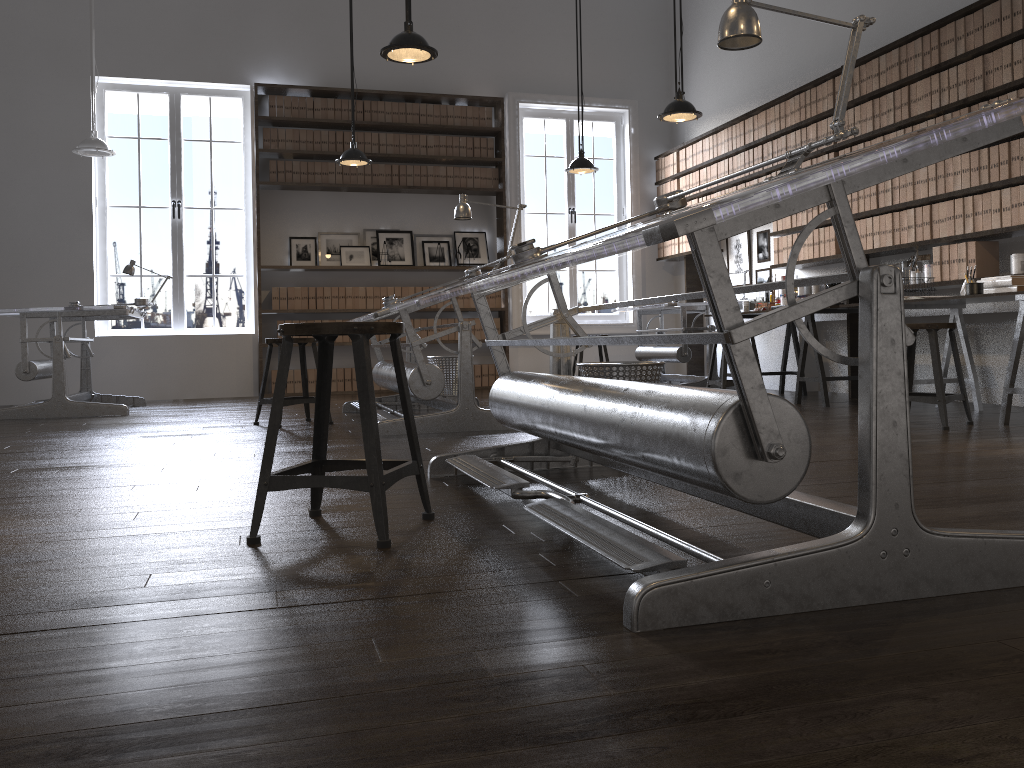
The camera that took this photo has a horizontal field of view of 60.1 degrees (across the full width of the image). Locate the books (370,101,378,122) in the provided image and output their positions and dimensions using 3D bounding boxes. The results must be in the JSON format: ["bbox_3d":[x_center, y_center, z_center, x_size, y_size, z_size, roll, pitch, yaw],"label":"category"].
[{"bbox_3d":[-1.395,-2.718,8.927,0.067,0.225,0.174,-1,1,-16],"label":"books"}]

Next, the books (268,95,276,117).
[{"bbox_3d":[-2.341,-2.686,8.649,0.067,0.226,0.174,-1,1,-16],"label":"books"}]

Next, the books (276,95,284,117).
[{"bbox_3d":[-2.272,-2.689,8.669,0.067,0.226,0.174,-1,1,-16],"label":"books"}]

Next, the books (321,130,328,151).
[{"bbox_3d":[-1.863,-2.384,8.784,0.067,0.226,0.174,-1,1,-16],"label":"books"}]

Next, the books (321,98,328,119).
[{"bbox_3d":[-1.872,-2.702,8.789,0.067,0.225,0.174,-1,1,-16],"label":"books"}]

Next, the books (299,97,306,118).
[{"bbox_3d":[-2.069,-2.696,8.733,0.067,0.226,0.174,-1,1,-16],"label":"books"}]

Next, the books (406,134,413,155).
[{"bbox_3d":[-1.057,-2.411,9.021,0.067,0.226,0.174,-1,1,-16],"label":"books"}]

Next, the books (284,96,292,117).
[{"bbox_3d":[-2.203,-2.691,8.692,0.067,0.226,0.174,-1,1,-16],"label":"books"}]

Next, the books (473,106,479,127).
[{"bbox_3d":[-0.395,-2.752,9.213,0.067,0.226,0.174,-1,1,-16],"label":"books"}]

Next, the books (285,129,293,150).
[{"bbox_3d":[-2.189,-2.373,8.692,0.067,0.225,0.174,-1,1,-16],"label":"books"}]

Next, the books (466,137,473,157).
[{"bbox_3d":[-0.459,-2.431,9.192,0.067,0.226,0.174,-1,1,-16],"label":"books"}]

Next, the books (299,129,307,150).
[{"bbox_3d":[-2.064,-2.377,8.725,0.067,0.226,0.174,-1,1,-16],"label":"books"}]

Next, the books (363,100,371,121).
[{"bbox_3d":[-1.465,-2.716,8.902,0.067,0.226,0.174,-1,1,-16],"label":"books"}]

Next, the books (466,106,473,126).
[{"bbox_3d":[-0.459,-2.749,9.189,0.067,0.226,0.174,-1,1,-16],"label":"books"}]

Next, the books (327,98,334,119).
[{"bbox_3d":[-1.806,-2.704,8.803,0.067,0.226,0.174,-1,1,-16],"label":"books"}]

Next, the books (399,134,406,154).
[{"bbox_3d":[-1.122,-2.408,8.995,0.067,0.226,0.174,-1,1,-16],"label":"books"}]

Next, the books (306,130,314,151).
[{"bbox_3d":[-2.001,-2.379,8.749,0.067,0.226,0.174,-1,1,-16],"label":"books"}]

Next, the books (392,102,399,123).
[{"bbox_3d":[-1.195,-2.725,8.985,0.067,0.226,0.174,-1,1,-16],"label":"books"}]

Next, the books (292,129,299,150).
[{"bbox_3d":[-2.129,-2.375,8.711,0.067,0.225,0.174,-1,1,-16],"label":"books"}]

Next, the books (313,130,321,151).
[{"bbox_3d":[-1.932,-2.381,8.769,0.067,0.226,0.174,-1,1,-16],"label":"books"}]

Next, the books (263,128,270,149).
[{"bbox_3d":[-2.395,-2.366,8.638,0.067,0.226,0.174,-1,1,-16],"label":"books"}]

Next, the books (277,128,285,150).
[{"bbox_3d":[-2.258,-2.370,8.671,0.067,0.226,0.174,-1,1,-16],"label":"books"}]

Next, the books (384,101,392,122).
[{"bbox_3d":[-1.261,-2.723,8.962,0.067,0.226,0.174,-1,1,-16],"label":"books"}]

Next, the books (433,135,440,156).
[{"bbox_3d":[-0.792,-2.420,9.094,0.067,0.225,0.174,-1,1,-16],"label":"books"}]

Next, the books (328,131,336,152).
[{"bbox_3d":[-1.796,-2.386,8.809,0.067,0.226,0.174,-1,1,-16],"label":"books"}]

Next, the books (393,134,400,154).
[{"bbox_3d":[-1.188,-2.406,8.981,0.067,0.225,0.174,-1,1,-16],"label":"books"}]

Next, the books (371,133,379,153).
[{"bbox_3d":[-1.389,-2.400,8.922,0.067,0.226,0.174,-1,1,-16],"label":"books"}]

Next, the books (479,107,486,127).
[{"bbox_3d":[-0.327,-2.754,9.233,0.067,0.226,0.174,-1,1,-16],"label":"books"}]

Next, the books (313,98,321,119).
[{"bbox_3d":[-1.932,-2.700,8.770,0.067,0.225,0.174,-1,1,-16],"label":"books"}]

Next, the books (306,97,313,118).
[{"bbox_3d":[-2.001,-2.698,8.748,0.067,0.226,0.174,-1,1,-16],"label":"books"}]

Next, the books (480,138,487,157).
[{"bbox_3d":[-0.315,-2.436,9.233,0.067,0.225,0.174,-1,1,-16],"label":"books"}]

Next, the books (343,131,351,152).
[{"bbox_3d":[-1.653,-2.391,8.850,0.067,0.225,0.174,-1,1,-16],"label":"books"}]

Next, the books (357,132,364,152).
[{"bbox_3d":[-1.527,-2.395,8.878,0.067,0.226,0.174,-1,1,-16],"label":"books"}]

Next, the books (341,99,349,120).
[{"bbox_3d":[-1.675,-2.709,8.847,0.067,0.226,0.174,-1,1,-16],"label":"books"}]

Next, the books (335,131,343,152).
[{"bbox_3d":[-1.722,-2.388,8.824,0.067,0.226,0.174,-1,1,-16],"label":"books"}]

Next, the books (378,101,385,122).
[{"bbox_3d":[-1.330,-2.720,8.939,0.067,0.226,0.174,-1,1,-16],"label":"books"}]

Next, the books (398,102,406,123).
[{"bbox_3d":[-1.128,-2.727,9.003,0.067,0.226,0.174,-1,1,-16],"label":"books"}]

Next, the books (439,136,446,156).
[{"bbox_3d":[-0.726,-2.422,9.108,0.067,0.226,0.174,-1,1,-16],"label":"books"}]

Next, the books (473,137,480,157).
[{"bbox_3d":[-0.385,-2.433,9.207,0.067,0.226,0.174,-1,1,-16],"label":"books"}]

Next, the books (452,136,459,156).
[{"bbox_3d":[-0.595,-2.426,9.152,0.067,0.226,0.174,-1,1,-16],"label":"books"}]

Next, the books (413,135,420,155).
[{"bbox_3d":[-0.990,-2.413,9.038,0.067,0.226,0.174,-1,1,-16],"label":"books"}]

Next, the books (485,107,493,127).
[{"bbox_3d":[-0.258,-2.756,9.248,0.067,0.226,0.174,-1,1,-16],"label":"books"}]

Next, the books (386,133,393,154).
[{"bbox_3d":[-1.248,-2.404,8.962,0.067,0.225,0.174,-1,1,-16],"label":"books"}]

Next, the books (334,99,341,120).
[{"bbox_3d":[-1.743,-2.707,8.827,0.067,0.226,0.174,-1,1,-16],"label":"books"}]

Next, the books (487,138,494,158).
[{"bbox_3d":[-0.242,-2.438,9.251,0.067,0.225,0.174,-1,1,-16],"label":"books"}]

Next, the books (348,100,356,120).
[{"bbox_3d":[-1.605,-2.711,8.862,0.067,0.226,0.174,-1,1,-16],"label":"books"}]

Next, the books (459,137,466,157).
[{"bbox_3d":[-0.526,-2.428,9.168,0.067,0.226,0.174,-1,1,-16],"label":"books"}]

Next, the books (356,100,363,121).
[{"bbox_3d":[-1.538,-2.714,8.886,0.067,0.226,0.174,-1,1,-16],"label":"books"}]

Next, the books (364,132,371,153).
[{"bbox_3d":[-1.458,-2.397,8.898,0.067,0.226,0.174,-1,1,-16],"label":"books"}]

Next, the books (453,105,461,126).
[{"bbox_3d":[-0.584,-2.745,9.156,0.067,0.225,0.174,-1,1,-16],"label":"books"}]

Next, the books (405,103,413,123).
[{"bbox_3d":[-1.056,-2.730,9.022,0.067,0.225,0.174,-1,1,-16],"label":"books"}]

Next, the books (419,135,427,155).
[{"bbox_3d":[-0.921,-2.415,9.054,0.067,0.226,0.174,-1,1,-16],"label":"books"}]

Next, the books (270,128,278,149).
[{"bbox_3d":[-2.327,-2.368,8.655,0.067,0.226,0.174,-1,1,-16],"label":"books"}]

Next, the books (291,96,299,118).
[{"bbox_3d":[-2.137,-2.694,8.715,0.067,0.226,0.174,-1,1,-16],"label":"books"}]

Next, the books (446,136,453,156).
[{"bbox_3d":[-0.663,-2.424,9.133,0.067,0.226,0.174,-1,1,-16],"label":"books"}]

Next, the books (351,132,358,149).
[{"bbox_3d":[-1.589,-2.393,8.865,0.067,0.225,0.174,-1,1,-16],"label":"books"}]

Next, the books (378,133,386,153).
[{"bbox_3d":[-1.317,-2.402,8.940,0.067,0.226,0.174,-1,1,-16],"label":"books"}]

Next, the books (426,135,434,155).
[{"bbox_3d":[-0.852,-2.418,9.076,0.067,0.225,0.174,-1,1,-16],"label":"books"}]
